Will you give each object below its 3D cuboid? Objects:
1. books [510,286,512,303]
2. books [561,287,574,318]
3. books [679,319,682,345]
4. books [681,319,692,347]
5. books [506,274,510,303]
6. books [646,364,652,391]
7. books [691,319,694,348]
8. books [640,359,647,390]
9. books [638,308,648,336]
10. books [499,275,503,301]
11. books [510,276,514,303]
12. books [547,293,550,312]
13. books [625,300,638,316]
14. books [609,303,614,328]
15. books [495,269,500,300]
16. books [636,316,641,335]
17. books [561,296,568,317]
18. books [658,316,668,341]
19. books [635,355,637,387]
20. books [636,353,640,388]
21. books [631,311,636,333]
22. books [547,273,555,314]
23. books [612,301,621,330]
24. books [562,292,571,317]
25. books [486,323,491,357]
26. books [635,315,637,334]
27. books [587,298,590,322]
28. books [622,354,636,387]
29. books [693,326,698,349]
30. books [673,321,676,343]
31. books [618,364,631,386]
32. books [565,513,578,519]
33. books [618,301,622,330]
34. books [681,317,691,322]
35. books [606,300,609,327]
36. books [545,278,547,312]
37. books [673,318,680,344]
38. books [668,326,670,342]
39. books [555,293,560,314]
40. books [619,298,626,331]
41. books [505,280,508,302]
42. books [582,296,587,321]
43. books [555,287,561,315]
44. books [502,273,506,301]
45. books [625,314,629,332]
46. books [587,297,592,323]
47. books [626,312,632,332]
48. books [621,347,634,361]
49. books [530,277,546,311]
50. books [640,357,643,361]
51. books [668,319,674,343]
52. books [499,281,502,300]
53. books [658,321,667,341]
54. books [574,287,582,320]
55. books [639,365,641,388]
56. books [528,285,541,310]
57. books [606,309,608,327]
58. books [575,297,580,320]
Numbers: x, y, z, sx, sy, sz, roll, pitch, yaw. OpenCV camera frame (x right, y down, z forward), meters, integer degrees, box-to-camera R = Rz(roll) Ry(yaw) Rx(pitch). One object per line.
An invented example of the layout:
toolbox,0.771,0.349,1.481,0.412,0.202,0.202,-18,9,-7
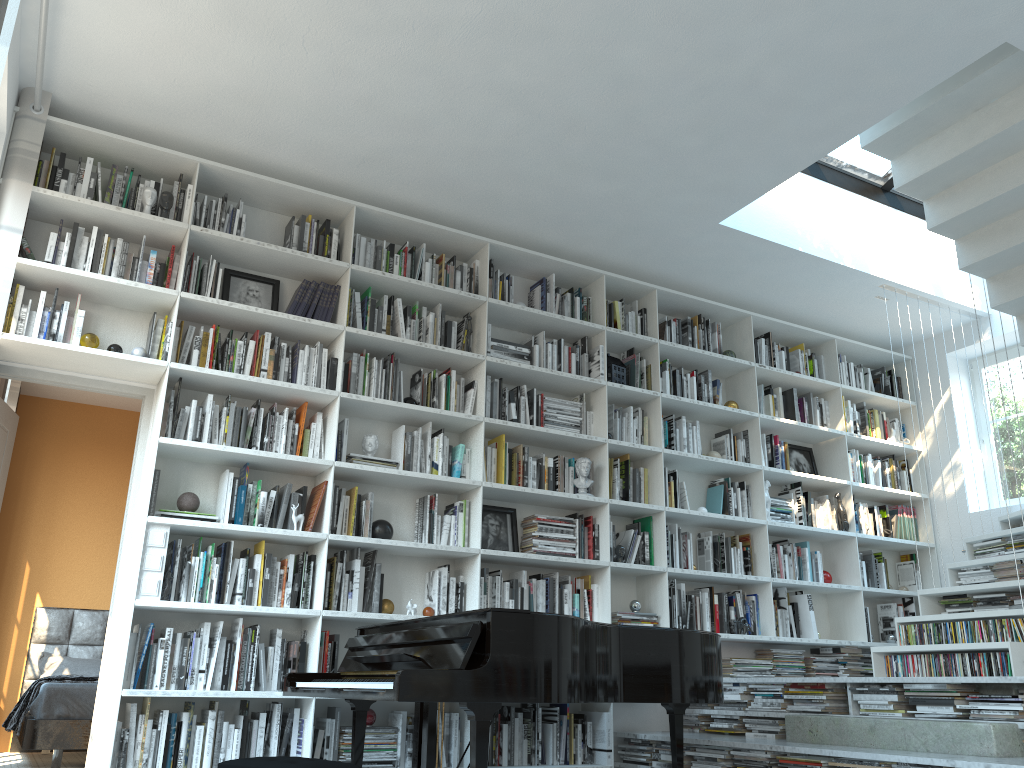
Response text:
books,-0.042,-0.497,5.513,0.010,0.186,0.153,11,-21,-27
books,0.348,-0.468,5.705,0.010,0.269,0.180,11,-21,-27
books,1.112,-0.302,6.124,0.021,0.255,0.169,11,-21,-27
books,1.172,-0.300,6.130,0.028,0.257,0.185,11,-21,-27
books,-0.055,-0.535,5.507,0.005,0.254,0.168,11,-21,-27
books,0.849,0.003,5.840,0.008,0.213,0.224,11,-21,-27
books,1.214,-0.293,6.188,0.007,0.284,0.160,11,-21,-27
books,0.822,-0.018,5.831,0.013,0.247,0.186,11,-21,-27
books,0.843,-0.362,5.960,0.029,0.252,0.186,11,-21,-27
books,-0.094,-0.535,5.499,0.014,0.247,0.139,11,-21,-27
books,-0.030,-0.530,5.523,0.011,0.255,0.144,11,-21,-27
books,0.190,-0.459,5.644,0.031,0.208,0.147,11,-21,-27
books,0.810,-0.392,5.990,0.012,0.328,0.129,11,-21,-27
books,0.615,-0.397,5.840,0.015,0.233,0.171,11,-21,-27
books,-0.121,-0.555,5.467,0.011,0.264,0.164,11,-21,-27
books,0.802,-0.336,5.946,0.022,0.193,0.182,11,-21,-27
books,0.303,-0.441,5.682,0.033,0.202,0.167,11,-21,-27
books,1.005,-0.321,6.054,0.009,0.243,0.173,11,-21,-27
books,0.757,-0.038,5.813,0.022,0.271,0.182,11,-21,-27
books,0.781,-0.043,5.821,0.021,0.287,0.179,11,-21,-27
books,0.763,-0.358,5.915,0.031,0.212,0.170,11,-21,-27
books,0.219,-0.520,5.654,0.010,0.330,0.186,11,-21,-27
books,0.650,-0.399,5.865,0.054,0.253,0.191,11,-21,-27
books,0.326,-0.451,5.704,0.023,0.235,0.154,11,-21,-27
books,-0.181,-0.214,5.312,0.021,0.248,0.192,11,-21,-27
books,0.777,-0.343,5.943,0.025,0.203,0.162,11,-21,-27
books,0.462,-0.423,5.780,0.014,0.238,0.153,11,-21,-27
books,0.750,-0.045,5.795,0.021,0.271,0.191,11,-21,-27
books,1.234,-0.271,6.169,0.018,0.230,0.160,11,-21,-27
books,1.065,-0.298,6.092,0.028,0.225,0.164,11,-21,-27
books,0.727,-0.009,5.809,0.019,0.213,0.156,11,-21,-27
books,0.358,0.929,5.308,0.011,0.298,0.130,11,-21,-27
books,0.676,-0.395,5.904,0.030,0.273,0.152,11,-21,-27
books,1.184,-0.305,6.166,0.024,0.291,0.168,11,-21,-27
books,0.596,-0.407,5.854,0.008,0.261,0.142,11,-21,-27
books,0.178,-0.507,5.638,0.011,0.295,0.157,11,-21,-27
books,1.091,-0.307,6.110,0.030,0.254,0.161,11,-21,-27
books,1.029,-0.285,6.066,0.009,0.182,0.160,11,-21,-27
books,0.242,-0.456,5.653,0.050,0.210,0.173,11,-21,-27
books,0.702,-0.407,5.902,0.010,0.296,0.168,11,-21,-27
books,-0.065,-0.520,5.498,0.016,0.218,0.144,11,-21,-27
books,0.433,-0.432,5.763,0.028,0.243,0.161,11,-21,-27
books,0.268,-0.472,5.695,0.028,0.269,0.140,11,-21,-27
books,-0.079,-0.542,5.502,0.013,0.263,0.147,11,-21,-27
books,0.717,-0.350,5.889,0.022,0.179,0.173,11,-21,-27
books,0.475,-0.427,5.796,0.022,0.256,0.137,11,-21,-27
books,0.737,-0.356,5.904,0.024,0.201,0.180,11,-21,-27
books,0.758,-0.064,5.840,0.025,0.338,0.143,11,-21,-27
books,0.162,-0.512,5.621,0.014,0.291,0.176,11,-21,-27
books,0.827,-0.025,5.878,0.005,0.291,0.131,11,-21,-27
books,1.045,-0.308,6.068,0.013,0.228,0.174,11,-21,-27
books,-0.113,-0.516,5.474,0.023,0.195,0.172,11,-21,-27
books,0.984,-0.309,6.030,0.046,0.205,0.183,11,-21,-27
books,0.412,-0.464,5.771,0.012,0.307,0.138,11,-21,-27
books,0.796,-0.022,5.834,0.005,0.254,0.159,11,-21,-27
books,0.142,-0.487,5.622,0.012,0.244,0.151,11,-21,-27
books,0.582,-0.413,5.838,0.034,0.260,0.158,11,-21,-27
books,0.376,-0.433,5.702,0.023,0.201,0.193,11,-21,-27
